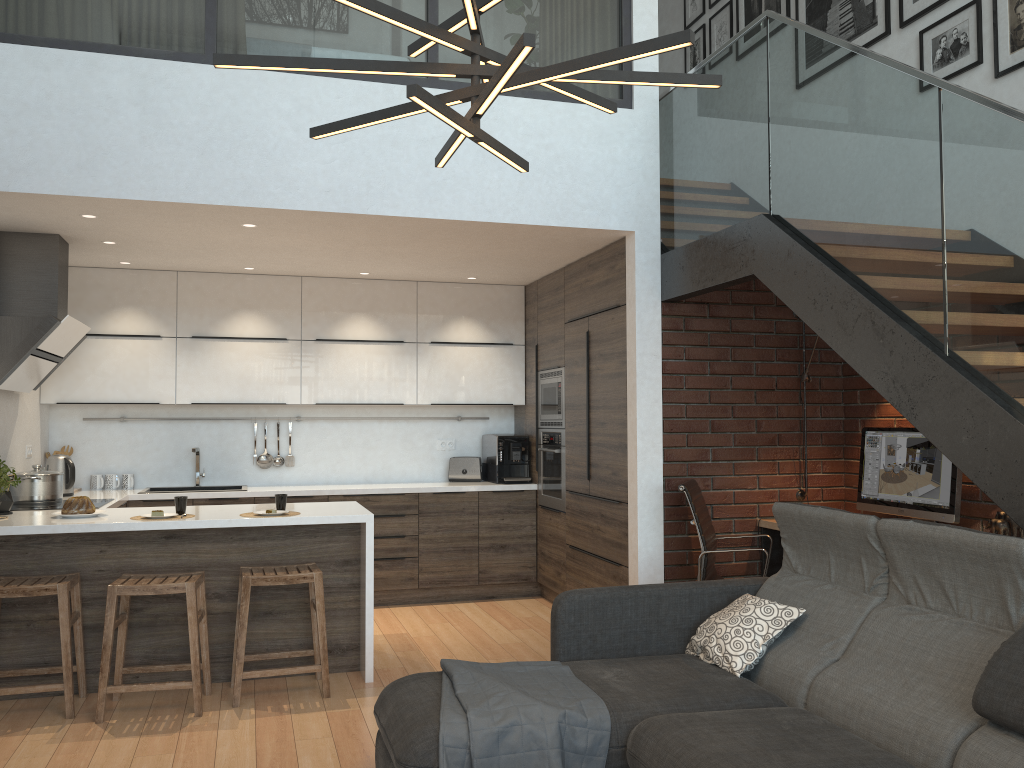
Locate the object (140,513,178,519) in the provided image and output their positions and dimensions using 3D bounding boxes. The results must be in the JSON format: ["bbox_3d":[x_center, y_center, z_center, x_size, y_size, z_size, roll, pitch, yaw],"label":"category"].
[{"bbox_3d":[-1.751,0.657,4.406,0.176,0.014,0.176,1,-3,-27],"label":"object"}]

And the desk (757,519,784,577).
[{"bbox_3d":[2.022,1.119,4.198,0.610,0.750,2.182,1,-3,-17],"label":"desk"}]

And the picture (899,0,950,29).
[{"bbox_3d":[2.292,-2.312,4.448,0.025,0.654,0.990,1,-3,-17],"label":"picture"}]

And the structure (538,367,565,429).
[{"bbox_3d":[0.499,0.112,6.475,0.459,0.430,0.595,1,-3,-17],"label":"structure"}]

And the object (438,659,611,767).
[{"bbox_3d":[0.013,1.155,2.917,0.548,0.369,0.685,0,-2,-9],"label":"object"}]

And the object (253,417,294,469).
[{"bbox_3d":[-1.806,0.445,6.697,0.320,0.389,0.069,0,-3,-15],"label":"object"}]

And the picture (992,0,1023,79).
[{"bbox_3d":[2.387,-1.700,4.120,0.022,0.440,0.358,1,-3,-17],"label":"picture"}]

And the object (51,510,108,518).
[{"bbox_3d":[-2.190,0.660,4.497,0.261,0.021,0.261,1,-3,-22],"label":"object"}]

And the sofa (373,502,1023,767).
[{"bbox_3d":[0.623,0.913,2.048,2.108,0.995,3.169,1,-3,-16],"label":"sofa"}]

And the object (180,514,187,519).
[{"bbox_3d":[-1.641,0.659,4.422,0.025,0.011,0.126,0,-2,-13],"label":"object"}]

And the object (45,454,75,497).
[{"bbox_3d":[-2.937,0.592,5.753,0.179,0.270,0.220,1,-3,-29],"label":"object"}]

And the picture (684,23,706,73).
[{"bbox_3d":[1.486,-2.650,7.187,0.025,0.410,0.333,1,-3,-17],"label":"picture"}]

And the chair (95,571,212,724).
[{"bbox_3d":[-1.650,1.204,4.129,0.450,0.600,0.350,0,-2,-12],"label":"chair"}]

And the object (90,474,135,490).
[{"bbox_3d":[-2.858,0.699,6.341,0.297,0.105,0.112,0,-3,-15],"label":"object"}]

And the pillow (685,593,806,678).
[{"bbox_3d":[1.170,0.864,2.324,0.386,0.364,2.734,0,-2,-13],"label":"pillow"}]

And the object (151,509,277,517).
[{"bbox_3d":[-1.491,0.644,4.455,0.597,0.039,0.064,1,-3,-20],"label":"object"}]

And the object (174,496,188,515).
[{"bbox_3d":[-1.693,0.623,4.534,0.066,0.093,0.066,-1,-3,19],"label":"object"}]

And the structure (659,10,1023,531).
[{"bbox_3d":[1.858,-0.016,3.912,1.289,3.460,5.660,1,-3,-17],"label":"structure"}]

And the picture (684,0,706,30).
[{"bbox_3d":[1.484,-3.138,7.208,0.025,0.410,0.333,1,-3,-17],"label":"picture"}]

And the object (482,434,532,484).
[{"bbox_3d":[-0.039,0.580,6.962,0.274,0.378,0.532,1,-3,-17],"label":"object"}]

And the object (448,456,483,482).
[{"bbox_3d":[-0.366,0.674,7.016,0.260,0.195,0.177,0,-2,4],"label":"object"}]

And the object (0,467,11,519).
[{"bbox_3d":[-2.617,0.528,4.416,0.221,0.283,0.211,0,-2,-3],"label":"object"}]

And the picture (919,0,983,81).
[{"bbox_3d":[2.256,-1.736,4.564,0.025,0.333,0.410,1,-3,-17],"label":"picture"}]

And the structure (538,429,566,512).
[{"bbox_3d":[0.483,0.612,6.448,0.495,0.570,0.595,1,-3,-17],"label":"structure"}]

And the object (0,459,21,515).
[{"bbox_3d":[-2.666,0.522,4.606,0.179,0.311,0.172,0,-2,-6],"label":"object"}]

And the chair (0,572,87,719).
[{"bbox_3d":[-2.227,1.204,4.086,0.450,0.600,0.350,1,-3,-17],"label":"chair"}]

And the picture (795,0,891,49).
[{"bbox_3d":[2.002,-2.446,5.430,0.025,0.990,0.871,1,-3,-17],"label":"picture"}]

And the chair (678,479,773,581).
[{"bbox_3d":[1.231,1.023,4.744,0.700,0.991,0.651,-1,-3,18],"label":"chair"}]

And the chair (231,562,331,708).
[{"bbox_3d":[-1.141,1.213,4.362,0.450,0.600,0.350,1,-3,-19],"label":"chair"}]

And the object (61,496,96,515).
[{"bbox_3d":[-2.204,0.622,4.507,0.155,0.101,0.161,1,-3,-21],"label":"object"}]

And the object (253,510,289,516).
[{"bbox_3d":[-1.229,0.660,4.524,0.176,0.014,0.176,0,-2,-12],"label":"object"}]

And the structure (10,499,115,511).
[{"bbox_3d":[-2.637,0.696,5.121,0.550,0.006,0.609,1,-3,-17],"label":"structure"}]

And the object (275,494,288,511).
[{"bbox_3d":[-1.210,0.626,4.645,0.066,0.093,0.066,2,-3,-43],"label":"object"}]

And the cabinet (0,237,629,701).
[{"bbox_3d":[-1.271,0.366,5.645,3.495,2.401,2.401,1,-3,-17],"label":"cabinet"}]

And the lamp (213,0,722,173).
[{"bbox_3d":[-0.092,-2.398,2.170,1.200,3.645,0.831,0,-2,-7],"label":"lamp"}]

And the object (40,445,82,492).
[{"bbox_3d":[-3.125,0.586,6.140,0.221,0.316,0.330,1,-3,-17],"label":"object"}]

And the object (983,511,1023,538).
[{"bbox_3d":[2.251,0.658,4.069,0.149,0.160,0.252,0,-2,-7],"label":"object"}]

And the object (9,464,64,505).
[{"bbox_3d":[-2.798,0.586,5.219,0.288,0.223,0.315,-1,-3,25],"label":"object"}]

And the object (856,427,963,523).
[{"bbox_3d":[1.968,0.494,4.603,0.431,0.535,0.716,1,-3,-16],"label":"object"}]

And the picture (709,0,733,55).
[{"bbox_3d":[1.603,-2.669,6.793,0.025,0.410,0.333,1,-3,-17],"label":"picture"}]

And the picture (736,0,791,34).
[{"bbox_3d":[1.761,-2.890,6.257,0.025,0.990,0.654,1,-3,-17],"label":"picture"}]

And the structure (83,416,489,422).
[{"bbox_3d":[-1.627,0.266,6.766,3.000,0.045,0.050,1,-3,-17],"label":"structure"}]

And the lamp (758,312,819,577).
[{"bbox_3d":[1.904,0.519,4.840,0.462,2.003,1.054,1,-3,-33],"label":"lamp"}]

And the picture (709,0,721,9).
[{"bbox_3d":[1.601,-3.153,6.814,0.025,0.410,0.333,1,-3,-17],"label":"picture"}]

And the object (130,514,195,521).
[{"bbox_3d":[-1.750,0.667,4.446,0.305,0.002,0.305,-2,-3,42],"label":"object"}]

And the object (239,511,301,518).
[{"bbox_3d":[-1.244,0.670,4.564,0.304,0.002,0.304,-1,-3,16],"label":"object"}]

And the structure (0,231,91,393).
[{"bbox_3d":[-2.725,-0.456,5.149,0.407,0.998,0.898,1,-3,-17],"label":"structure"}]

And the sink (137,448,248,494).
[{"bbox_3d":[-2.240,0.714,6.277,0.706,0.518,0.512,1,-3,-17],"label":"sink"}]
